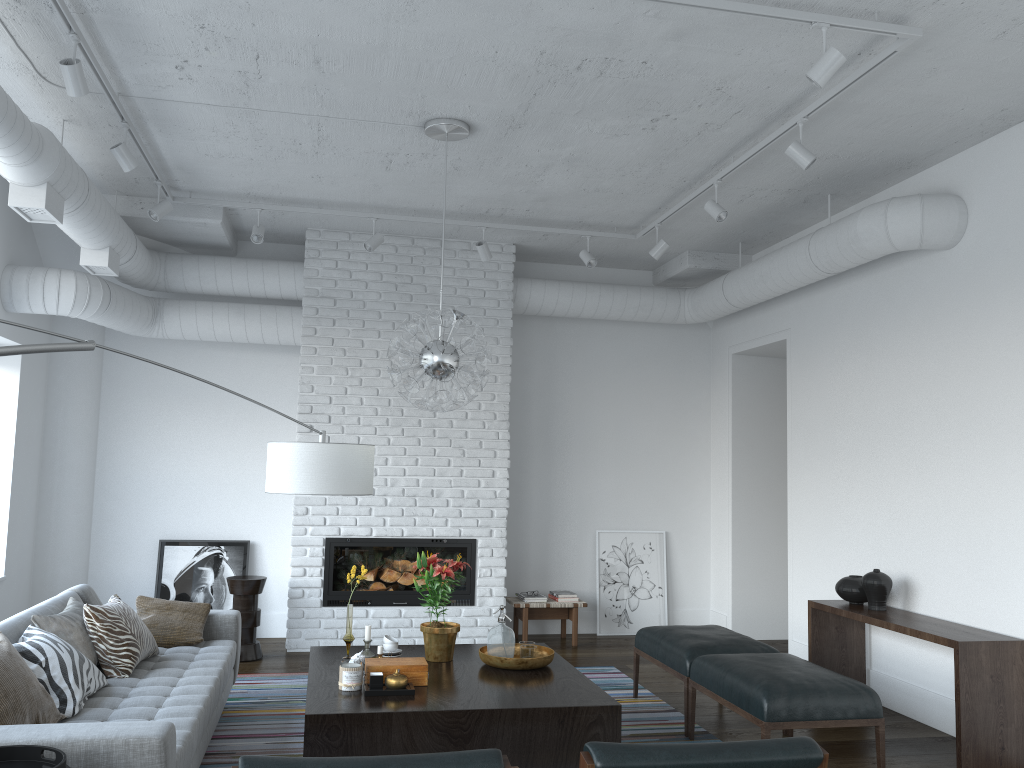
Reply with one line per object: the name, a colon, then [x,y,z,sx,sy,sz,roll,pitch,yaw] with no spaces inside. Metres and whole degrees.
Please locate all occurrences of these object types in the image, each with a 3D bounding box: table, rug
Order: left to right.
table: [-1.426,1.313,2.416,0.379,0.536,0.379,1,-6,5]
table: [-1.914,1.670,6.351,0.282,0.558,0.281,5,-7,-33]
table: [-0.319,1.585,4.259,1.306,0.394,1.362,3,-6,-12]
rug: [-0.227,1.787,4.222,2.735,0.012,3.760,3,-6,-12]
table: [0.272,1.935,7.230,0.605,0.345,0.405,3,-6,-12]
table: [2.171,1.608,4.907,0.375,0.617,1.362,3,-6,-12]

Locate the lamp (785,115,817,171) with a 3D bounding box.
lamp: [1.430,-1.198,4.390,0.154,0.285,0.100,0,-6,11]

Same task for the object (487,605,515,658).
object: [-0.054,1.271,4.516,0.143,0.288,0.143,6,-7,-40]

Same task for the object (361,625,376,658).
object: [-0.740,1.318,4.545,0.098,0.174,0.098,3,-6,-17]

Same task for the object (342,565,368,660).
object: [-0.799,1.165,4.527,0.121,0.470,0.120,1,-6,4]

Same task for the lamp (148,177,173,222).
lamp: [-2.227,-1.166,5.628,0.087,0.285,0.154,-3,-7,37]

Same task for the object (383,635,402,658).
object: [-0.624,1.352,4.562,0.121,0.113,0.124,1,-6,8]

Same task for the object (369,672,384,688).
object: [-0.594,1.296,3.879,0.058,0.055,0.058,3,-6,-12]

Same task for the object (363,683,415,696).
object: [-0.537,1.331,3.867,0.214,0.023,0.130,3,-6,-12]

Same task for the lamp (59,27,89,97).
lamp: [-1.828,-1.346,3.712,0.087,0.285,0.154,2,-6,-3]

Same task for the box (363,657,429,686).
box: [-0.529,1.313,4.045,0.294,0.093,0.169,3,-6,-12]

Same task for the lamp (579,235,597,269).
lamp: [0.566,-0.999,6.615,0.093,0.285,0.154,5,-7,-33]

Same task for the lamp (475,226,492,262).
lamp: [-0.209,-1.034,6.458,0.097,0.285,0.154,-2,-6,28]

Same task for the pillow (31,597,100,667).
pillow: [-2.037,1.198,4.157,0.254,0.318,0.663,3,-6,-11]

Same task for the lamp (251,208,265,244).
lamp: [-1.758,-1.104,6.136,0.095,0.285,0.154,3,-6,-13]

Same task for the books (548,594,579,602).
books: [0.425,1.757,7.293,0.185,0.032,0.267,3,-6,-14]

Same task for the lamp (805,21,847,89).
lamp: [1.221,-1.296,3.455,0.154,0.285,0.088,-2,-7,33]

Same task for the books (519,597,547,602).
books: [0.163,1.743,7.215,0.171,0.011,0.306,3,-6,-13]

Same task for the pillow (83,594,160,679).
pillow: [-1.885,1.187,4.261,0.271,0.340,0.576,2,-6,-8]

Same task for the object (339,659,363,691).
object: [-0.707,1.285,3.912,0.106,0.116,0.117,5,-7,-32]

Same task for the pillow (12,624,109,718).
pillow: [-1.877,1.171,3.610,0.346,0.283,0.578,3,-6,-11]

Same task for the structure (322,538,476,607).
structure: [-0.908,1.500,7.088,1.168,0.578,0.675,3,-6,-12]

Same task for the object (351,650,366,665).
object: [-0.766,1.356,4.391,0.069,0.078,0.124,5,-6,-29]

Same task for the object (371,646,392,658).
object: [-0.654,1.344,4.401,0.102,0.098,0.102,-2,-6,27]

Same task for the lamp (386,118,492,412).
lamp: [-0.372,-0.624,4.734,0.552,1.546,0.552,4,-6,-24]

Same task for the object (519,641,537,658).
object: [0.079,1.373,4.517,0.085,0.089,0.195,2,-6,-2]

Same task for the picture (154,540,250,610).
picture: [-2.432,1.617,6.941,0.686,0.775,0.130,3,-6,-12]

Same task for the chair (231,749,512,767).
chair: [-0.425,1.266,2.498,0.678,0.698,0.983,3,-6,-12]

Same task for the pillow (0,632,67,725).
pillow: [-1.810,1.089,3.088,0.298,0.338,0.597,2,-6,-2]

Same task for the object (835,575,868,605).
object: [2.117,1.266,5.455,0.245,0.168,0.245,3,-6,-20]

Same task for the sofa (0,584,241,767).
sofa: [-1.805,1.372,3.852,0.991,0.684,2.541,3,-6,-12]

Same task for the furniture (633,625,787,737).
furniture: [1.121,1.674,5.133,0.584,0.478,0.828,3,-6,-12]

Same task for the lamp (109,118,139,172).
lamp: [-2.033,-1.257,4.663,0.087,0.285,0.154,-2,-7,32]

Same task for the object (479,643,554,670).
object: [0.023,1.383,4.486,0.383,0.068,0.383,-2,-7,31]

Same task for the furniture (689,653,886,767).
furniture: [1.296,1.598,4.302,0.583,0.476,0.827,3,-6,-12]

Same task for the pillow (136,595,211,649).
pillow: [-1.884,1.302,4.840,0.427,0.261,0.236,2,-6,-10]

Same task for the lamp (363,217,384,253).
lamp: [-0.980,-1.069,6.299,0.154,0.285,0.090,7,-8,-43]

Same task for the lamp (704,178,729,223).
lamp: [1.230,-1.108,5.350,0.094,0.285,0.154,6,-7,-38]

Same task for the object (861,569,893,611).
object: [2.153,1.211,5.231,0.171,0.236,0.171,2,-6,-7]

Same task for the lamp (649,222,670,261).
lamp: [1.043,-1.020,6.286,0.154,0.285,0.104,-2,-6,28]

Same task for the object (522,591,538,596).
object: [0.142,1.703,7.233,0.093,0.038,0.134,-4,-8,45]

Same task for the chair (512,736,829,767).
chair: [0.399,1.303,2.669,0.678,0.698,0.983,3,-6,-12]

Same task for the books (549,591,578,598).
books: [0.423,1.730,7.303,0.173,0.025,0.238,3,-6,-14]

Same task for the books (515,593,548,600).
books: [0.159,1.730,7.226,0.202,0.019,0.280,3,-6,-14]

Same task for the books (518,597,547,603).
books: [0.163,1.755,7.224,0.172,0.011,0.273,3,-6,-13]

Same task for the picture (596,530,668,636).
picture: [1.040,1.724,7.710,0.637,0.884,0.093,3,-6,-12]

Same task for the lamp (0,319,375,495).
lamp: [-1.122,0.750,2.788,0.432,1.738,2.162,-1,-6,22]

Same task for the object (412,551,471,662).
object: [-0.379,1.134,4.541,0.275,0.558,0.284,-3,-7,40]

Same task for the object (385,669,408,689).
object: [-0.504,1.287,3.878,0.103,0.077,0.103,6,-7,-40]
